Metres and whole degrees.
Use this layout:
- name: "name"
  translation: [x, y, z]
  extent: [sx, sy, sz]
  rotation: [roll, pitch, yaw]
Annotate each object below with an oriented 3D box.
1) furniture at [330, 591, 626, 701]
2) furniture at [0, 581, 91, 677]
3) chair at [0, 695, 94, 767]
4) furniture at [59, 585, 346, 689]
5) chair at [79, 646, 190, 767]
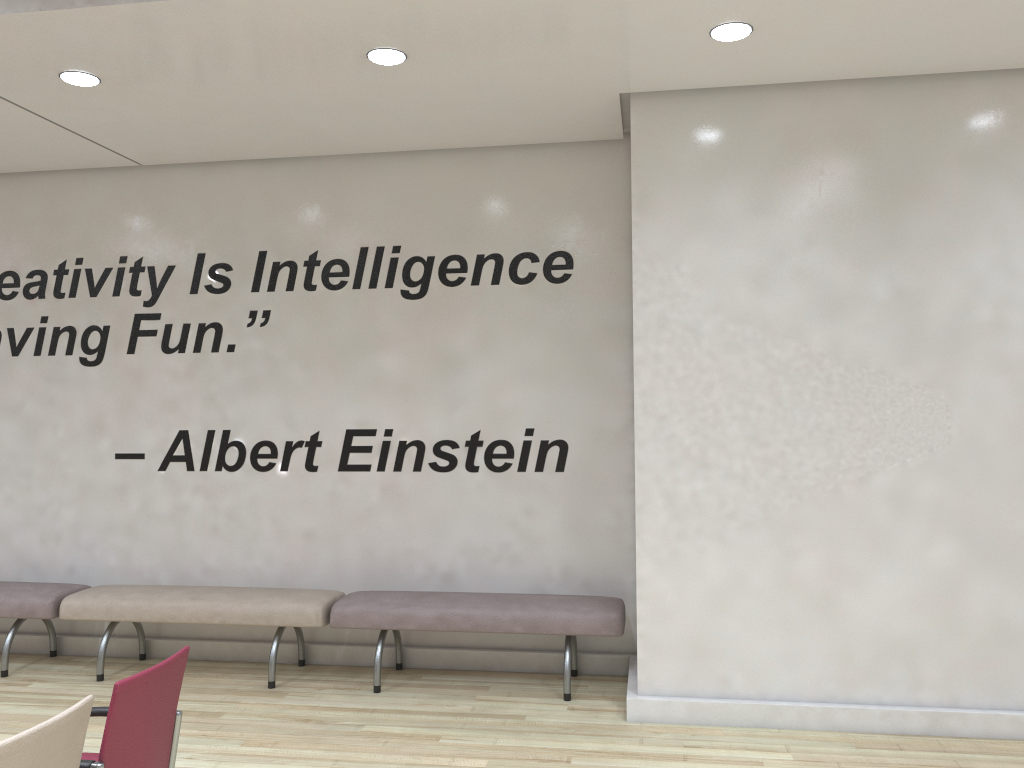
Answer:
- name: "furniture"
  translation: [-0.208, 1.615, 5.602]
  extent: [1.833, 0.550, 0.530]
  rotation: [-1, -2, 9]
- name: "furniture"
  translation: [-3.877, 1.663, 6.171]
  extent: [1.833, 0.550, 0.530]
  rotation: [-1, -2, 9]
- name: "chair"
  translation: [-1.565, 1.365, 2.455]
  extent: [0.640, 0.890, 0.513]
  rotation: [-1, -2, 9]
- name: "furniture"
  translation: [-2.041, 1.639, 5.886]
  extent: [1.833, 0.550, 0.530]
  rotation: [-1, -2, 9]
- name: "chair"
  translation: [-1.476, 1.380, 2.997]
  extent: [0.640, 0.890, 0.513]
  rotation: [-1, -2, 8]
